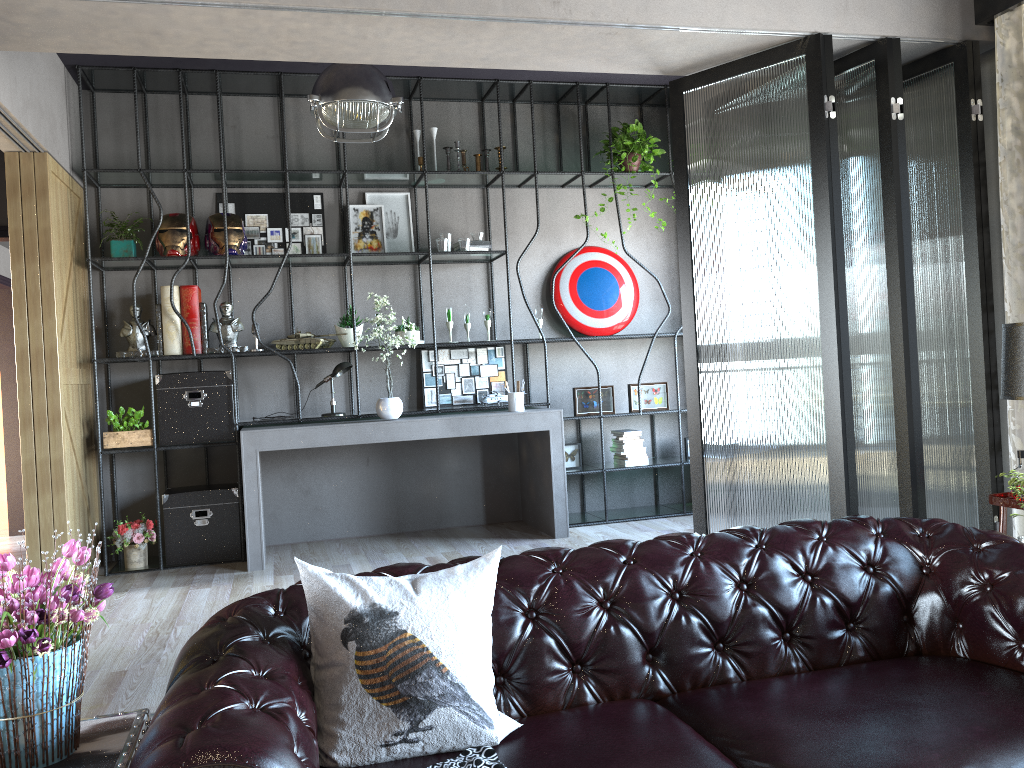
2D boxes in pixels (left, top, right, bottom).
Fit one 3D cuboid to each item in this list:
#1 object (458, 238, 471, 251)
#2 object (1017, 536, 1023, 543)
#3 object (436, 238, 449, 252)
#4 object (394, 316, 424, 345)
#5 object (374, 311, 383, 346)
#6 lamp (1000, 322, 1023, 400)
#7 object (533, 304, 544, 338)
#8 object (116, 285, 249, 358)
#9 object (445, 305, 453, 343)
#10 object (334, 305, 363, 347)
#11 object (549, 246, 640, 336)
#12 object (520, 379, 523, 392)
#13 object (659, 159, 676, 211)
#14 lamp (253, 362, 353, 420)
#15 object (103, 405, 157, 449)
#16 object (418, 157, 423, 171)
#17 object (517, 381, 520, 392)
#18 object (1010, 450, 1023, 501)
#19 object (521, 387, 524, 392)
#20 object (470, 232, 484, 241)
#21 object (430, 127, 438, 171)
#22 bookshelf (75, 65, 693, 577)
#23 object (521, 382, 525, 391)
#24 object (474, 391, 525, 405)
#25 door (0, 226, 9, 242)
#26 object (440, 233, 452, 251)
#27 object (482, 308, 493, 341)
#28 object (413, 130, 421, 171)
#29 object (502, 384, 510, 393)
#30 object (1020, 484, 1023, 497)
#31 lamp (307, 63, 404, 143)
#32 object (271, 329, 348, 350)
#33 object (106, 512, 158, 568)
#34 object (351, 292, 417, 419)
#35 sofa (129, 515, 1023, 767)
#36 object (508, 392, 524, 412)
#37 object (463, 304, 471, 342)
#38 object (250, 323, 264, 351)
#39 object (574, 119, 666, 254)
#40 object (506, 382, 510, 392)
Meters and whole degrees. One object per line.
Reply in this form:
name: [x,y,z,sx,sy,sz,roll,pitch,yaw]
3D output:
object: [-0.341,-0.995,6.390,0.092,0.099,0.092,-3,0,33]
object: [2.156,0.715,3.688,0.087,0.155,0.087,-3,0,-2]
object: [-0.497,-0.986,6.348,0.092,0.099,0.093,-3,0,23]
object: [-0.755,-0.384,6.383,0.235,0.213,0.235,-3,0,30]
object: [-0.979,-0.404,6.499,0.113,0.273,0.113,-3,0,41]
lamp: [1.861,0.201,3.020,0.333,0.832,0.333,-3,0,-12]
object: [0.208,-0.471,6.729,0.113,0.270,0.113,-3,0,-26]
object: [-2.236,-0.423,6.025,0.833,0.466,0.289,-3,0,-15]
object: [-0.449,-0.433,6.382,0.113,0.275,0.113,-3,0,-11]
object: [-1.144,-0.408,6.260,0.193,0.305,0.136,-3,0,19]
object: [0.660,-0.732,7.001,0.751,0.739,0.185,-3,0,-15]
object: [0.061,0.061,6.256,0.052,0.185,0.009,-3,0,-13]
object: [1.326,-1.542,6.794,0.444,0.633,0.401,-3,0,3]
lamp: [-1.465,0.047,6.255,0.739,0.371,0.205,-3,0,9]
object: [-2.495,0.275,5.787,0.304,0.265,0.180,-3,0,-15]
object: [-0.655,-1.568,6.383,0.135,0.129,0.135,-3,0,-42]
object: [0.044,0.080,6.270,0.023,0.204,0.037,-3,0,24]
object: [2.149,0.381,3.723,0.087,0.206,0.087,-3,0,10]
object: [0.053,0.103,6.224,0.068,0.159,0.009,-3,0,-2]
object: [-0.258,-1.098,6.643,0.103,0.068,0.103,-3,1,-22]
object: [-0.573,-1.706,6.596,0.128,0.390,0.128,-3,0,35]
bookshelf: [-0.602,-0.525,6.479,4.484,3.283,0.526,-3,0,-15]
object: [0.064,0.068,6.244,0.062,0.169,0.009,-3,0,-15]
object: [-0.104,0.097,6.610,0.379,0.111,0.351,-3,1,18]
door: [-3.730,0.204,6.533,1.150,2.544,1.128,-3,0,-15]
object: [-0.479,-1.016,6.461,0.087,0.155,0.087,-3,0,-2]
object: [-0.178,-0.435,6.493,0.113,0.246,0.113,-3,0,4]
object: [-0.700,-1.700,6.635,0.128,0.390,0.128,-3,0,44]
object: [0.003,0.092,6.236,0.137,0.190,0.009,-3,0,-12]
object: [2.187,0.438,3.569,0.245,0.092,0.151,-3,1,26]
lamp: [-0.936,-1.945,4.953,0.534,1.149,0.515,-3,0,-38]
object: [-1.413,-0.325,6.247,0.577,0.170,0.206,-3,0,20]
object: [-2.509,1.026,5.843,0.345,0.362,0.331,-3,0,-12]
object: [-0.816,-0.195,5.886,0.420,0.852,0.398,-3,0,31]
sofa: [0.447,0.890,2.281,2.566,0.838,1.239,-3,1,-16]
object: [0.027,0.127,6.228,0.110,0.137,0.110,-3,0,-5]
object: [-0.340,-0.457,6.721,0.113,0.302,0.113,-3,0,4]
object: [-1.745,-0.319,6.042,0.093,0.200,0.093,-3,0,-20]
object: [0.807,-1.465,6.655,0.720,1.026,0.650,-3,0,3]
object: [-0.015,0.084,6.246,0.046,0.202,0.023,-3,0,21]
